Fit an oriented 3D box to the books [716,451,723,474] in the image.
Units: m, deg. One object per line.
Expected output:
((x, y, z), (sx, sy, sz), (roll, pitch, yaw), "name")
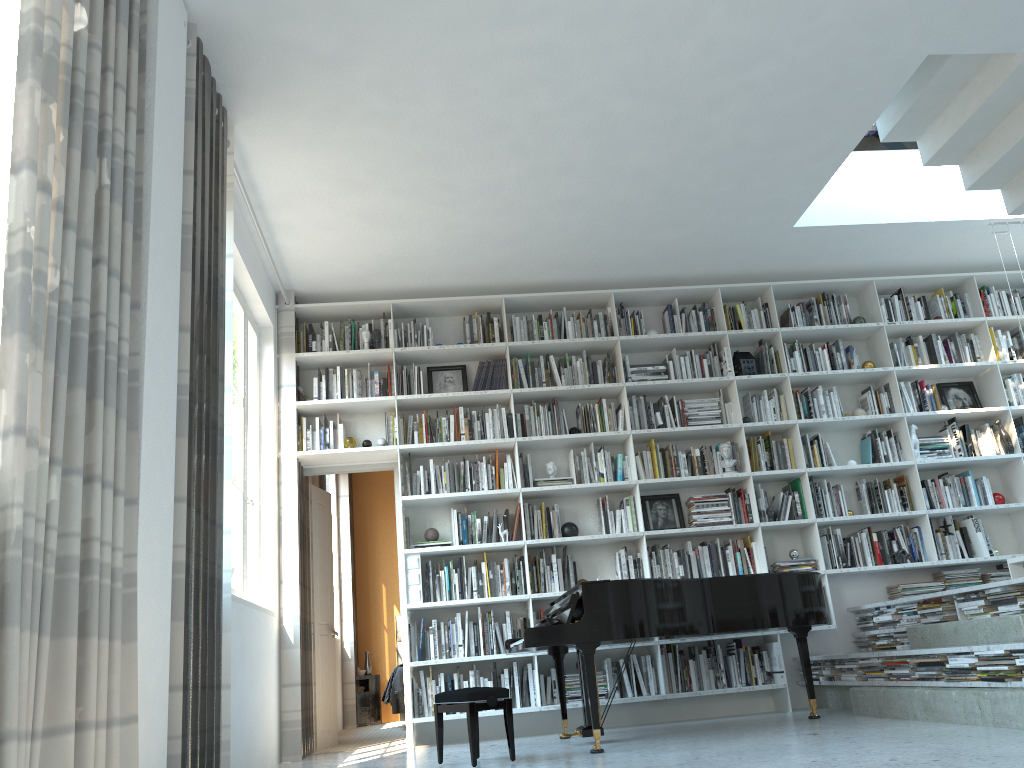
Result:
((1.535, 0.620, 6.628), (0.035, 0.200, 0.149), (-3, -18, -6), "books")

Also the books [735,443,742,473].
((1.684, 0.585, 6.664), (0.023, 0.264, 0.107), (-3, -18, -6), "books")

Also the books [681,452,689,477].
((1.266, 0.628, 6.598), (0.030, 0.214, 0.169), (-3, -18, -6), "books")

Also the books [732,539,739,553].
((1.630, 1.278, 6.438), (0.010, 0.283, 0.132), (-3, -18, -6), "books")

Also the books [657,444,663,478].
((1.080, 0.604, 6.579), (0.010, 0.280, 0.171), (-3, -18, -6), "books")

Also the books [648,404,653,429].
((1.028, 0.283, 6.691), (0.014, 0.232, 0.147), (-3, -18, -6), "books")

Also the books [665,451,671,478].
((1.144, 0.628, 6.586), (0.012, 0.227, 0.170), (-3, -18, -6), "books")

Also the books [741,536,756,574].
((1.719, 1.262, 6.441), (0.011, 0.299, 0.150), (-3, -18, -6), "books")

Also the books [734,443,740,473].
((1.666, 0.586, 6.655), (0.014, 0.260, 0.137), (-3, -18, -6), "books")

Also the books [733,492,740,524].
((1.633, 0.939, 6.537), (0.013, 0.255, 0.163), (-3, -18, -6), "books")

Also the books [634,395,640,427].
((0.934, 0.254, 6.707), (0.014, 0.312, 0.134), (-3, -18, -6), "books")

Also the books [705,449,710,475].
((1.434, 0.616, 6.632), (0.025, 0.229, 0.143), (-3, -18, -6), "books")

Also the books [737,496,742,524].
((1.657, 0.951, 6.541), (0.013, 0.231, 0.134), (-3, -18, -6), "books")

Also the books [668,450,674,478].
((1.162, 0.626, 6.596), (0.025, 0.235, 0.137), (-3, -18, -6), "books")

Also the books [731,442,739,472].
((1.653, 0.580, 6.643), (0.014, 0.265, 0.154), (-3, -18, -6), "books")

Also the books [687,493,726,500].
((1.434, 0.835, 6.546), (0.254, 0.012, 0.161), (-5, -18, -2), "books")

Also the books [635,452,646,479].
((0.951, 0.634, 6.573), (0.042, 0.241, 0.163), (-3, -18, -6), "books")

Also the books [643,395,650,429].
((1.002, 0.251, 6.696), (0.011, 0.299, 0.180), (-3, -18, -6), "books")

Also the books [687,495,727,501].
((1.435, 0.847, 6.544), (0.254, 0.012, 0.161), (-2, -18, -9), "books")

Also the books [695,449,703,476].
((1.369, 0.613, 6.598), (0.029, 0.223, 0.186), (-3, -18, -6), "books")

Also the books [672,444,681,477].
((1.201, 0.601, 6.585), (0.028, 0.267, 0.190), (-3, -18, -6), "books")

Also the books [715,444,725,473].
((1.556, 0.592, 6.647), (0.014, 0.262, 0.135), (-3, -18, -6), "books")

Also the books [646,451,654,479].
((1.012, 0.632, 6.582), (0.029, 0.239, 0.156), (-3, -18, -6), "books")

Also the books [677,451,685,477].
((1.239, 0.628, 6.594), (0.024, 0.215, 0.176), (-3, -18, -6), "books")

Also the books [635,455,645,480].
((0.935, 0.647, 6.555), (0.053, 0.208, 0.156), (-3, -18, -6), "books")

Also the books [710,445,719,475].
((1.504, 0.595, 6.635), (0.024, 0.258, 0.127), (-3, -18, -6), "books")

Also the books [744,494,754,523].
((1.714, 0.940, 6.518), (0.034, 0.228, 0.200), (-3, -18, -6), "books")

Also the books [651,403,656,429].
((1.054, 0.277, 6.692), (0.011, 0.239, 0.148), (-3, -18, -6), "books")

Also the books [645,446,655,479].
((1.029, 0.614, 6.602), (0.010, 0.283, 0.137), (-3, -18, -6), "books")

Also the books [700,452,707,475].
((1.399, 0.624, 6.599), (0.029, 0.199, 0.179), (-3, -18, -6), "books")

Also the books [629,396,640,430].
((0.917, 0.257, 6.685), (0.026, 0.296, 0.180), (-3, -18, -6), "books")

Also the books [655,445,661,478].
((1.059, 0.607, 6.561), (0.015, 0.265, 0.190), (-3, -18, -6), "books")

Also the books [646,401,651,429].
((1.015, 0.274, 6.693), (0.011, 0.251, 0.153), (-3, -18, -6), "books")

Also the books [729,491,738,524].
((1.611, 0.935, 6.524), (0.011, 0.260, 0.185), (-3, -18, -6), "books")

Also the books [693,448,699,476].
((1.349, 0.613, 6.608), (0.010, 0.233, 0.175), (-3, -18, -6), "books")

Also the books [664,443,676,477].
((1.179, 0.600, 6.599), (0.013, 0.282, 0.177), (-3, -18, -6), "books")

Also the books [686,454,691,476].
((1.306, 0.637, 6.611), (0.050, 0.198, 0.146), (-3, -18, -6), "books")

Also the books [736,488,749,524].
((1.689, 0.921, 6.533), (0.011, 0.278, 0.186), (-3, -18, -6), "books")

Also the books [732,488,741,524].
((1.643, 0.923, 6.542), (0.011, 0.287, 0.152), (-3, -18, -6), "books")

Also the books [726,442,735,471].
((1.632, 0.581, 6.659), (0.025, 0.278, 0.108), (-3, -18, -6), "books")

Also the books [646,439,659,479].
((1.043, 0.584, 6.568), (0.014, 0.316, 0.188), (-3, -18, -6), "books")

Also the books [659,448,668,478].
((1.121, 0.621, 6.608), (0.028, 0.258, 0.135), (-3, -18, -6), "books")

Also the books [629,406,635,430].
((0.892, 0.297, 6.688), (0.027, 0.227, 0.148), (-3, -18, -6), "books")

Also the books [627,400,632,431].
((0.865, 0.275, 6.677), (0.026, 0.266, 0.171), (-3, -18, -6), "books")

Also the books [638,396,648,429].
((0.982, 0.257, 6.701), (0.029, 0.294, 0.151), (-3, -18, -6), "books")

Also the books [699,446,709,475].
((1.418, 0.598, 6.598), (0.012, 0.244, 0.186), (-3, -18, -6), "books")

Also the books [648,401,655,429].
((1.041, 0.273, 6.692), (0.014, 0.249, 0.173), (-3, -18, -6), "books")

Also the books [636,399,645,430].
((0.958, 0.267, 6.677), (0.025, 0.265, 0.186), (-3, -18, -6), "books")

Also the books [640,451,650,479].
((0.984, 0.632, 6.586), (0.026, 0.247, 0.139), (-3, -18, -6), "books")

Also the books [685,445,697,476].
((1.336, 0.604, 6.614), (0.014, 0.258, 0.162), (-3, -18, -6), "books")

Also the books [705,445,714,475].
((1.459, 0.595, 6.621), (0.025, 0.257, 0.151), (-3, -18, -6), "books")

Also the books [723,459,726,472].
((1.572, 0.617, 6.635), (0.012, 0.205, 0.146), (-3, -18, -6), "books")

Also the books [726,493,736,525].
((1.599, 0.940, 6.525), (0.012, 0.253, 0.161), (-3, -18, -6), "books")

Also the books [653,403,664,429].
((1.093, 0.275, 6.690), (0.066, 0.236, 0.154), (-3, -18, -6), "books")

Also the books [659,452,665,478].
((1.097, 0.635, 6.595), (0.024, 0.227, 0.148), (-3, -18, -6), "books")

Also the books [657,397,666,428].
((1.134, 0.253, 6.714), (0.022, 0.284, 0.131), (-3, -18, -6), "books")

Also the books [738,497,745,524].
((1.674, 0.957, 6.539), (0.021, 0.216, 0.132), (-3, -18, -6), "books")

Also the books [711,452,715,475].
((1.483, 0.623, 6.631), (0.022, 0.206, 0.114), (-3, -18, -6), "books")
